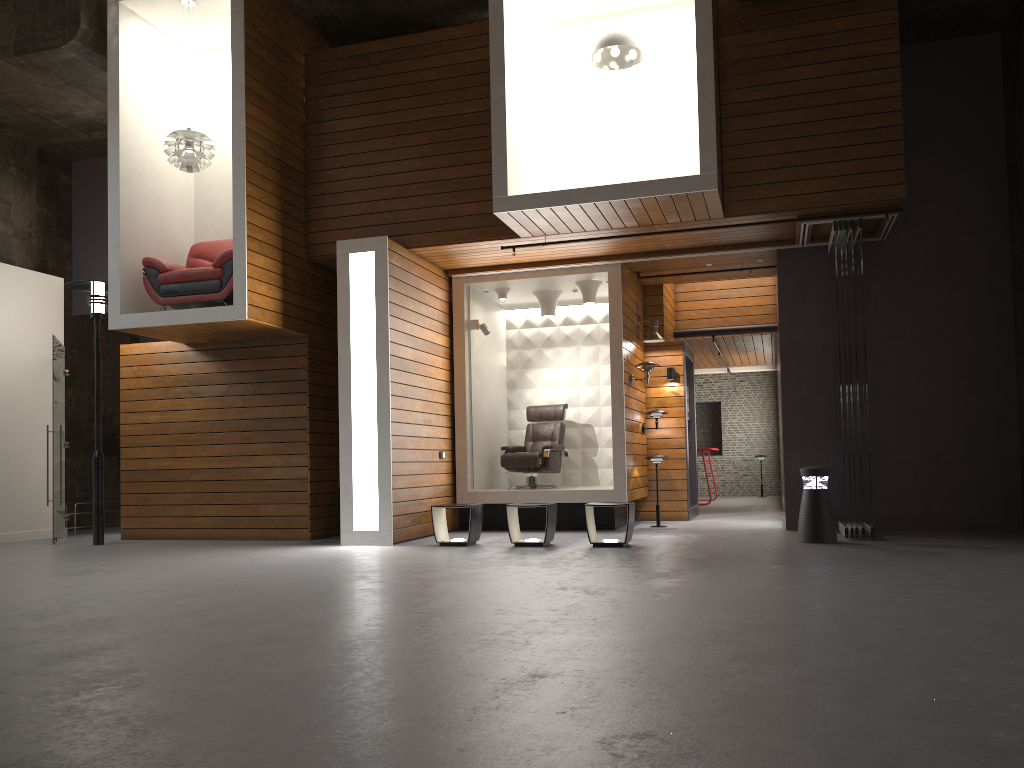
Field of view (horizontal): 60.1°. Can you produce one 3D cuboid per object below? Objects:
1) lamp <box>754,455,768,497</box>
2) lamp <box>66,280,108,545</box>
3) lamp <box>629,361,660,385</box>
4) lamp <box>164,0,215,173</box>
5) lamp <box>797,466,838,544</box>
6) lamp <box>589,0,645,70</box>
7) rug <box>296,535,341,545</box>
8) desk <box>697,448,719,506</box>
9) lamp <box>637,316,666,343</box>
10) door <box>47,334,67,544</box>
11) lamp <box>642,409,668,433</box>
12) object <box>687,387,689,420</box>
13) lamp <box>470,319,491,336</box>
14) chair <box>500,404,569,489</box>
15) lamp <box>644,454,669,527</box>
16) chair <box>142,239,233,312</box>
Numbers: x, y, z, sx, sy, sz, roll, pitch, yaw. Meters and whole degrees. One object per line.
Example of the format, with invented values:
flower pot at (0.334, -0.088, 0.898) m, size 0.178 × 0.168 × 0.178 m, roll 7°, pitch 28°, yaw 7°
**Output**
lamp at (5.046, 1.856, 17.908) m, size 0.288 × 0.860 × 0.288 m, roll -2°, pitch -3°, yaw 13°
lamp at (-4.506, 0.349, 9.645) m, size 0.630 × 2.941 × 0.631 m, roll 0°, pitch -3°, yaw -32°
lamp at (1.547, -0.128, 10.303) m, size 0.351 × 0.270 × 0.289 m, roll -2°, pitch -4°, yaw 17°
lamp at (-3.311, -3.066, 9.077) m, size 0.512 × 1.770 × 0.488 m, roll 0°, pitch -3°, yaw -20°
lamp at (2.796, 1.102, 8.145) m, size 0.348 × 0.695 × 0.349 m, roll -2°, pitch -3°, yaw 22°
lamp at (0.998, -3.626, 8.536) m, size 0.530 × 0.984 × 0.531 m, roll -3°, pitch -3°, yaw 29°
rug at (-1.773, 1.694, 9.766) m, size 0.540 × 0.014 × 1.581 m, roll -3°, pitch -5°, yaw 16°
desk at (3.257, 1.666, 15.964) m, size 0.845 × 0.983 × 1.720 m, roll -2°, pitch -5°, yaw 16°
lamp at (1.742, -0.694, 11.046) m, size 0.346 × 0.330 × 0.295 m, roll -3°, pitch -4°, yaw 18°
door at (-5.268, 0.661, 10.330) m, size 0.146 × 2.299 × 1.289 m, roll 0°, pitch -3°, yaw -21°
lamp at (1.801, 0.465, 11.136) m, size 0.327 × 0.296 × 0.288 m, roll -2°, pitch -4°, yaw 17°
object at (2.338, 0.287, 12.676) m, size 0.380 × 0.477 × 0.048 m, roll -2°, pitch -3°, yaw 17°
lamp at (-0.376, -0.675, 10.574) m, size 0.248 × 0.188 × 0.130 m, roll 0°, pitch -3°, yaw -15°
chair at (0.290, 0.782, 11.201) m, size 0.756 × 1.069 × 0.826 m, roll -3°, pitch -4°, yaw 31°
lamp at (1.715, 1.251, 10.440) m, size 0.287 × 0.860 × 0.288 m, roll -1°, pitch -3°, yaw 2°
chair at (-3.117, -1.158, 9.340) m, size 1.201 × 0.935 × 0.955 m, roll -2°, pitch -4°, yaw 17°
